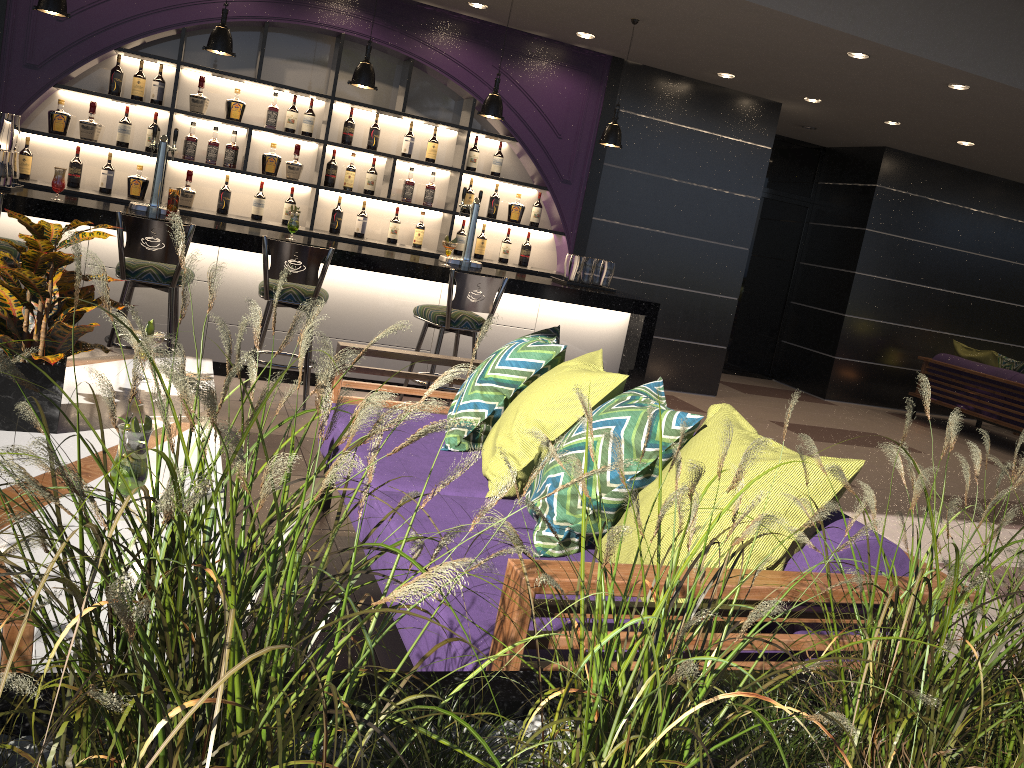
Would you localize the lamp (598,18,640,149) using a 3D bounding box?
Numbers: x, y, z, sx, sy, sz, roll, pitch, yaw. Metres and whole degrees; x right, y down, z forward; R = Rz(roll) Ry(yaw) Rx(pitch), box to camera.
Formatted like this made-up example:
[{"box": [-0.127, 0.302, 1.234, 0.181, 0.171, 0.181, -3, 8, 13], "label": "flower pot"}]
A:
[{"box": [0.761, -2.070, 6.093, 0.163, 0.858, 0.163, 14, 8, 21], "label": "lamp"}]

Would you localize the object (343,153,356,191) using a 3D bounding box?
[{"box": [-1.275, -1.676, 6.993, 0.080, 0.297, 0.081, 9, 8, -19], "label": "object"}]

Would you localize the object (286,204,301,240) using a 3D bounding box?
[{"box": [-1.322, -0.980, 5.365, 0.068, 0.209, 0.069, 5, 9, -38], "label": "object"}]

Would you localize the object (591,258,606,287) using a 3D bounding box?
[{"box": [0.638, -0.813, 6.520, 0.105, 0.207, 0.106, 9, 8, -16], "label": "object"}]

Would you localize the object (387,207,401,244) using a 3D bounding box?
[{"box": [-0.948, -1.286, 7.164, 0.087, 0.296, 0.086, 15, 8, 27], "label": "object"}]

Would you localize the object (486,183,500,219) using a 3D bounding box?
[{"box": [-0.147, -1.526, 7.382, 0.087, 0.295, 0.086, 15, 8, 27], "label": "object"}]

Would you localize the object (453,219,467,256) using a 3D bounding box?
[{"box": [-0.423, -1.221, 7.363, 0.087, 0.295, 0.086, 15, 8, 27], "label": "object"}]

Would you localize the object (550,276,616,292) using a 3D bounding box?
[{"box": [0.525, -0.726, 6.457, 0.435, 0.018, 0.276, 7, 11, -21], "label": "object"}]

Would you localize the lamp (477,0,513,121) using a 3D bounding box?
[{"box": [-0.058, -2.170, 5.775, 0.163, 0.858, 0.163, 14, 8, 21], "label": "lamp"}]

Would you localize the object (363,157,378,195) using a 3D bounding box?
[{"box": [-1.116, -1.650, 7.031, 0.087, 0.296, 0.086, 15, 8, 27], "label": "object"}]

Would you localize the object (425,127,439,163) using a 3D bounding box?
[{"box": [-0.642, -1.936, 7.179, 0.087, 0.296, 0.086, 15, 8, 27], "label": "object"}]

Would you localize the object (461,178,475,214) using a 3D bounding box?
[{"box": [-0.355, -1.551, 7.299, 0.087, 0.296, 0.086, 15, 8, 27], "label": "object"}]

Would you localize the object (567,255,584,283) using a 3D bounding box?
[{"box": [0.453, -0.814, 6.331, 0.105, 0.207, 0.106, 9, 8, -16], "label": "object"}]

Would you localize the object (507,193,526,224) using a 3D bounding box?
[{"box": [0.037, -1.481, 7.462, 0.151, 0.246, 0.095, 11, 7, -3], "label": "object"}]

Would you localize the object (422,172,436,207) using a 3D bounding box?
[{"box": [-0.664, -1.591, 7.222, 0.083, 0.279, 0.083, 11, 7, -1], "label": "object"}]

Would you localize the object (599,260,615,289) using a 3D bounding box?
[{"box": [0.683, -0.785, 6.416, 0.105, 0.207, 0.106, 9, 8, -16], "label": "object"}]

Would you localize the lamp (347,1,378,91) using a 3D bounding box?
[{"box": [-0.851, -2.267, 5.467, 0.163, 0.858, 0.163, 14, 8, 21], "label": "lamp"}]

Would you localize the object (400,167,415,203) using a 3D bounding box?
[{"box": [-0.835, -1.615, 7.175, 0.083, 0.279, 0.084, 8, 8, -21], "label": "object"}]

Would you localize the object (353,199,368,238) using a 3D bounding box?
[{"box": [-1.195, -1.322, 7.058, 0.086, 0.313, 0.105, 9, 8, -16], "label": "object"}]

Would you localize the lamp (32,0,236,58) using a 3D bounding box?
[{"box": [-2.054, -2.413, 5.001, 1.077, 0.858, 0.194, 7, 8, -21], "label": "lamp"}]

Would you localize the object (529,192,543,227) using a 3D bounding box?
[{"box": [0.213, -1.488, 7.547, 0.087, 0.296, 0.086, 15, 8, 27], "label": "object"}]

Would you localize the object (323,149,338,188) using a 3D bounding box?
[{"box": [-1.407, -1.685, 6.913, 0.087, 0.296, 0.086, 15, 8, 27], "label": "object"}]

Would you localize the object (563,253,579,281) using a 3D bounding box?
[{"box": [0.428, -0.838, 6.435, 0.105, 0.207, 0.106, 9, 8, -16], "label": "object"}]

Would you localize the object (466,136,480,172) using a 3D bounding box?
[{"box": [-0.315, -1.899, 7.314, 0.087, 0.296, 0.086, 15, 8, 27], "label": "object"}]

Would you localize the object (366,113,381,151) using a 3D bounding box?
[{"box": [-1.087, -1.991, 7.003, 0.087, 0.295, 0.086, 15, 8, 27], "label": "object"}]

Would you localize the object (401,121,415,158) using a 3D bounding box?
[{"box": [-0.825, -1.967, 7.106, 0.086, 0.313, 0.105, 9, 8, -16], "label": "object"}]

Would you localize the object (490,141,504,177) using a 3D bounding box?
[{"box": [-0.116, -1.874, 7.385, 0.087, 0.295, 0.086, 15, 8, 27], "label": "object"}]

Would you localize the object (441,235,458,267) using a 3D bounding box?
[{"box": [-0.410, -0.862, 5.721, 0.106, 0.196, 0.106, 12, 8, 6], "label": "object"}]

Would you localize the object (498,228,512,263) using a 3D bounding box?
[{"box": [-0.049, -1.177, 7.513, 0.087, 0.296, 0.086, 15, 8, 27], "label": "object"}]

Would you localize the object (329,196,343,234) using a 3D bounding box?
[{"box": [-1.376, -1.333, 6.972, 0.087, 0.295, 0.086, 15, 8, 27], "label": "object"}]

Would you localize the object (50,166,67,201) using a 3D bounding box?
[{"box": [-2.513, -1.111, 4.906, 0.069, 0.180, 0.068, 17, 10, 40], "label": "object"}]

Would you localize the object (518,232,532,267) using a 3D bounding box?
[{"box": [0.120, -1.154, 7.566, 0.087, 0.296, 0.086, 15, 8, 27], "label": "object"}]

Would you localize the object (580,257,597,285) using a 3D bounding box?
[{"box": [0.547, -0.812, 6.419, 0.105, 0.207, 0.106, 9, 8, -16], "label": "object"}]

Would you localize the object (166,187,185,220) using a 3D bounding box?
[{"box": [-1.951, -1.046, 5.119, 0.084, 0.188, 0.067, 12, 7, 4], "label": "object"}]

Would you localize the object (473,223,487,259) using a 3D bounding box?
[{"box": [-0.255, -1.195, 7.404, 0.087, 0.296, 0.086, 15, 8, 27], "label": "object"}]

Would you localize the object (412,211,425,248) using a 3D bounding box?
[{"box": [-0.757, -1.271, 7.280, 0.080, 0.297, 0.081, 9, 8, -19], "label": "object"}]
